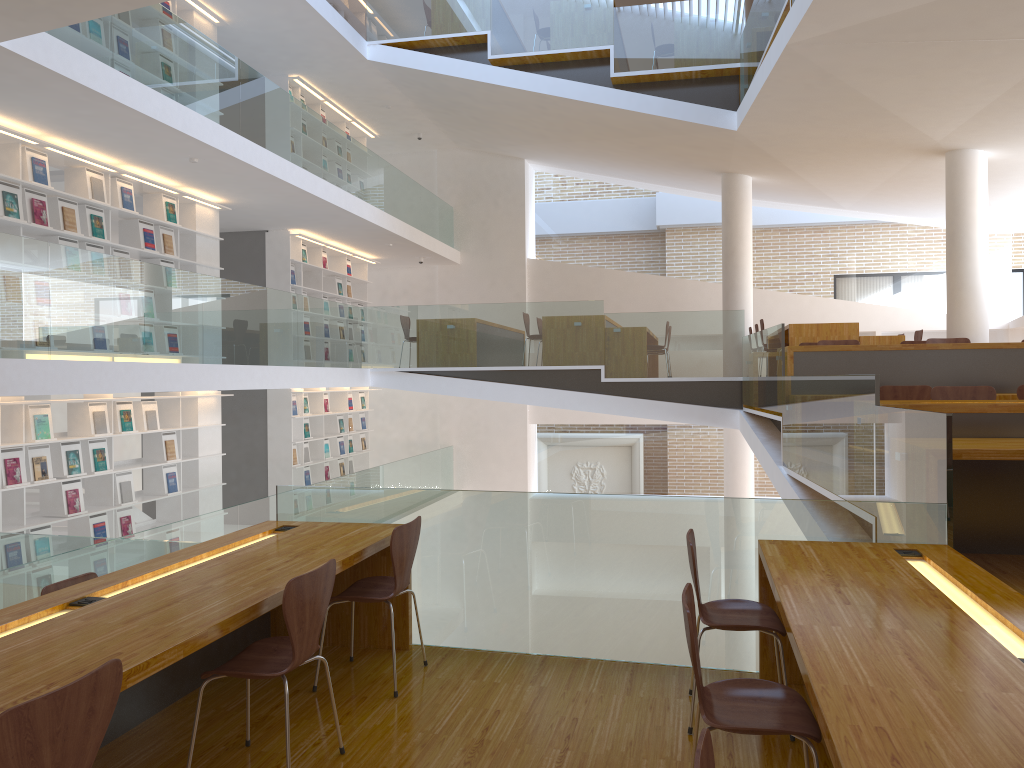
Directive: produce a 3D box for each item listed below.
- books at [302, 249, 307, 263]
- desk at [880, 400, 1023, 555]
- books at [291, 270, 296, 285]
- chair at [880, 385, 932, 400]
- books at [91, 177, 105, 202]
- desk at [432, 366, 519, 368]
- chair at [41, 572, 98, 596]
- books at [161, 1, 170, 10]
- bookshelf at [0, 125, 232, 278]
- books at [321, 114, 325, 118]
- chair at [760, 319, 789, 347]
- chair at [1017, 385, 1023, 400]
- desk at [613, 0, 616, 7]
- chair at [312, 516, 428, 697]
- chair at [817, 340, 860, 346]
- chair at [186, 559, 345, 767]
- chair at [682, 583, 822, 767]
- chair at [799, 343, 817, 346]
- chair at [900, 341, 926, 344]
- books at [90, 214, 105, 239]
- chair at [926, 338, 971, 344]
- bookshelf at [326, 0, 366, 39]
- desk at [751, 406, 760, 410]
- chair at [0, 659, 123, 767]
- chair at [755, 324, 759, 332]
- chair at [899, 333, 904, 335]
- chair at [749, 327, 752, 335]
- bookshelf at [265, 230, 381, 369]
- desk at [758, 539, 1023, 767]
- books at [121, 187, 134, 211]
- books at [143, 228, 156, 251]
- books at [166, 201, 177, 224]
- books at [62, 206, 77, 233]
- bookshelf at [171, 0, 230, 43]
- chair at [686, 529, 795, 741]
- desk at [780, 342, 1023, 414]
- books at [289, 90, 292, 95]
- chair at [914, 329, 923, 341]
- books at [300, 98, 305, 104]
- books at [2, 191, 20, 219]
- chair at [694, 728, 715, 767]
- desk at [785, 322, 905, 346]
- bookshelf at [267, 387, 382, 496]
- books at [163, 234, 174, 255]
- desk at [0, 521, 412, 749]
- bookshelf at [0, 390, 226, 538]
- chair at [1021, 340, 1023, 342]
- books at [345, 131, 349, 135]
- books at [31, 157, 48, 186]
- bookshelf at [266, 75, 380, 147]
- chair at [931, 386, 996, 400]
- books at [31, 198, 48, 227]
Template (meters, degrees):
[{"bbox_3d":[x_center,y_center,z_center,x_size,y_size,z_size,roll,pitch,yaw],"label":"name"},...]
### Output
[{"bbox_3d":[-2.845,-1.740,12.140,0.037,0.210,0.145,0,0,12],"label":"books"},{"bbox_3d":[3.577,0.487,4.431,3.243,0.785,1.527,0,0,12],"label":"desk"},{"bbox_3d":[-2.915,-1.408,11.777,0.037,0.210,0.145,0,0,12],"label":"books"},{"bbox_3d":[3.026,0.356,6.906,0.428,0.693,0.381,0,0,12],"label":"chair"},{"bbox_3d":[-3.674,-1.720,7.866,0.037,0.210,0.145,0,0,12],"label":"books"},{"bbox_3d":[-0.487,-0.516,12.537,0.760,0.606,3.194,0,0,12],"label":"desk"},{"bbox_3d":[-1.927,1.269,4.168,0.381,0.693,0.428,0,0,12],"label":"chair"},{"bbox_3d":[-3.476,-3.751,8.903,0.037,0.210,0.145,0,0,12],"label":"books"},{"bbox_3d":[-3.724,-1.079,8.106,0.498,1.836,3.666,0,0,12],"label":"bookshelf"},{"bbox_3d":[-2.723,-3.778,12.803,0.037,0.210,0.145,0,0,12],"label":"books"},{"bbox_3d":[3.183,-0.431,10.672,0.381,0.693,0.428,0,0,12],"label":"chair"},{"bbox_3d":[3.977,0.348,6.706,0.428,0.693,0.381,0,0,12],"label":"chair"},{"bbox_3d":[1.159,-4.297,12.128,0.760,0.606,3.196,0,0,12],"label":"desk"},{"bbox_3d":[-0.615,0.943,3.891,0.381,0.693,0.428,0,0,12],"label":"chair"},{"bbox_3d":[3.090,-0.075,8.321,0.428,0.693,0.381,0,0,12],"label":"chair"},{"bbox_3d":[-0.814,0.950,2.940,0.381,0.693,0.428,0,0,12],"label":"chair"},{"bbox_3d":[0.668,0.938,2.461,0.381,0.693,0.428,0,0,12],"label":"chair"},{"bbox_3d":[3.164,-0.080,9.211,0.428,0.693,0.381,0,0,12],"label":"chair"},{"bbox_3d":[4.115,-0.088,9.012,0.428,0.693,0.381,0,0,12],"label":"chair"},{"bbox_3d":[-3.672,-1.389,7.860,0.037,0.210,0.145,0,0,12],"label":"books"},{"bbox_3d":[4.041,-0.082,8.122,0.428,0.693,0.381,0,0,12],"label":"chair"},{"bbox_3d":[-2.719,-5.176,13.040,0.498,1.836,2.984,0,0,12],"label":"bookshelf"},{"bbox_3d":[4.289,-0.049,9.387,3.356,0.606,0.760,0,0,12],"label":"desk"},{"bbox_3d":[-1.081,0.958,1.853,0.381,0.693,0.428,0,0,12],"label":"chair"},{"bbox_3d":[3.383,-0.438,11.623,0.381,0.693,0.428,0,0,12],"label":"chair"},{"bbox_3d":[4.935,-0.309,11.659,0.381,0.693,0.428,0,0,12],"label":"chair"},{"bbox_3d":[3.484,-0.442,12.299,0.381,0.693,0.428,0,0,12],"label":"chair"},{"bbox_3d":[-2.681,-1.114,13.061,0.498,1.836,2.984,0,0,12],"label":"bookshelf"},{"bbox_3d":[1.113,0.983,2.204,0.760,0.606,3.185,0,0,12],"label":"desk"},{"bbox_3d":[-3.587,-1.724,8.277,0.037,0.210,0.145,0,0,12],"label":"books"},{"bbox_3d":[-3.519,-1.397,8.605,0.037,0.210,0.145,0,0,12],"label":"books"},{"bbox_3d":[-3.444,-1.727,8.962,0.037,0.210,0.145,0,0,12],"label":"books"},{"bbox_3d":[-3.748,-1.387,7.513,0.037,0.210,0.145,0,0,12],"label":"books"},{"bbox_3d":[-3.743,-3.125,8.096,0.498,1.836,3.666,0,0,12],"label":"bookshelf"},{"bbox_3d":[0.867,0.931,3.412,0.381,0.693,0.428,0,0,12],"label":"chair"},{"bbox_3d":[3.959,0.172,7.382,3.216,1.022,1.248,0,0,12],"label":"desk"},{"bbox_3d":[-2.947,-3.791,11.737,0.037,0.210,0.145,0,0,12],"label":"books"},{"bbox_3d":[4.736,-0.302,10.708,0.381,0.693,0.428,0,0,12],"label":"chair"},{"bbox_3d":[-2.864,-3.790,12.130,0.037,0.210,0.145,0,0,12],"label":"books"},{"bbox_3d":[-3.883,-1.379,6.875,0.037,0.210,0.145,0,0,12],"label":"books"},{"bbox_3d":[0.476,0.946,1.358,0.381,0.693,0.428,0,0,12],"label":"chair"},{"bbox_3d":[4.129,-0.327,11.635,1.247,0.762,3.194,0,0,12],"label":"desk"},{"bbox_3d":[-2.662,0.946,13.072,0.498,1.836,2.984,0,0,12],"label":"bookshelf"},{"bbox_3d":[-3.454,-1.397,8.915,0.037,0.210,0.145,0,0,12],"label":"books"},{"bbox_3d":[-1.438,1.160,2.935,1.285,0.918,3.236,0,0,12],"label":"desk"},{"bbox_3d":[-3.754,0.983,8.127,0.397,1.836,3.666,0,0,12],"label":"bookshelf"},{"bbox_3d":[5.217,-0.097,8.820,0.428,0.693,0.381,0,0,12],"label":"chair"},{"bbox_3d":[-2.536,-3.785,13.692,0.037,0.210,0.145,0,0,12],"label":"books"},{"bbox_3d":[-3.819,-1.716,7.173,0.037,0.210,0.145,0,0,12],"label":"books"},{"bbox_3d":[-2.701,-3.161,13.051,0.498,1.836,2.984,0,0,12],"label":"bookshelf"},{"bbox_3d":[2.882,0.360,5.565,0.428,0.693,0.381,0,0,12],"label":"chair"},{"bbox_3d":[-3.819,-1.386,7.173,0.037,0.210,0.145,0,0,12],"label":"books"}]
